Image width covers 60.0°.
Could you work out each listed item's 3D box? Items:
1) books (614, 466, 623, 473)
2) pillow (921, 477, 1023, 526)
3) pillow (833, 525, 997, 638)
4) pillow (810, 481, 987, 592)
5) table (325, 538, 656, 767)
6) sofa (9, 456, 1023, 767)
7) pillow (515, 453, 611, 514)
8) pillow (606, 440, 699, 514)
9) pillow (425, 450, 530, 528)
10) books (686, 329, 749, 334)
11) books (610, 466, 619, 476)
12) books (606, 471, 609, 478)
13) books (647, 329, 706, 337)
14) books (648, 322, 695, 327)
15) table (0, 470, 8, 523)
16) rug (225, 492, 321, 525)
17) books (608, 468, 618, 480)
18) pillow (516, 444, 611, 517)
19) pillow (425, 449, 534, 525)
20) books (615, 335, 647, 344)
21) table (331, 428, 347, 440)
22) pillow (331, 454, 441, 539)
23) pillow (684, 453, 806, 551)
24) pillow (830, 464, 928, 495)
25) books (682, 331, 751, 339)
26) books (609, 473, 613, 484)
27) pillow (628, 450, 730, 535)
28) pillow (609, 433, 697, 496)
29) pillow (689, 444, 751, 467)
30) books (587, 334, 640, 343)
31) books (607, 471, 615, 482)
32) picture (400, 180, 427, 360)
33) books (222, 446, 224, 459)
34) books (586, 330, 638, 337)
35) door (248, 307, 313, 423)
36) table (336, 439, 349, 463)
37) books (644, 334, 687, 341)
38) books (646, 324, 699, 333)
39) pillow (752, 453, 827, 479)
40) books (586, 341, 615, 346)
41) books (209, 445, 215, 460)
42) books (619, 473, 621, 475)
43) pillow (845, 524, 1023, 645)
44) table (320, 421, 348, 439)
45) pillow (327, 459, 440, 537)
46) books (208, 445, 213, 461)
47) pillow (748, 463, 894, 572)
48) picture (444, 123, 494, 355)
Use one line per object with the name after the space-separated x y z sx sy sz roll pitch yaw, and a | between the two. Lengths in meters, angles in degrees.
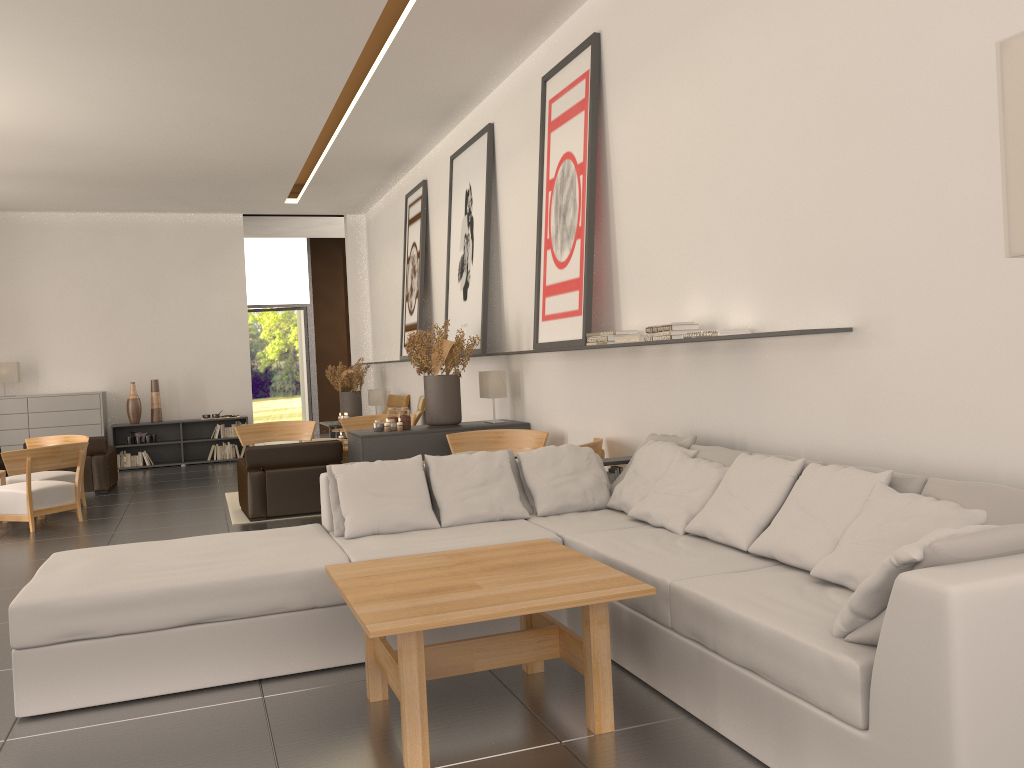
1.072 0.967 8.914 0.028 0.273 0.165 -3 1 -20 | books
2.405 0.844 4.770 0.550 0.581 0.919 -3 1 -20 | pillow
1.926 0.904 4.084 0.797 0.580 0.625 -3 1 -21 | pillow
2.152 0.879 4.932 0.590 0.562 0.803 -3 1 -24 | pillow
-0.201 1.588 5.411 1.601 0.840 1.600 -3 1 -20 | table
-0.265 1.395 5.613 5.527 1.204 5.604 -3 2 -20 | sofa
0.516 0.911 8.302 0.918 0.510 0.615 -3 1 -18 | pillow
1.192 0.823 7.763 0.587 0.596 0.819 -3 1 -19 | pillow
-0.319 0.907 7.840 0.802 0.595 0.595 -3 1 -19 | pillow
1.760 -0.448 7.586 0.338 0.018 0.433 -4 2 -25 | books
1.037 0.968 8.897 0.021 0.274 0.156 -3 1 -20 | books
0.928 0.991 8.870 0.015 0.241 0.180 -3 1 -20 | books
1.516 -0.469 8.226 0.350 0.038 0.525 -3 2 -15 | books
1.475 -0.550 8.218 0.256 0.023 0.434 -3 2 -20 | books
-8.308 1.787 13.711 0.870 0.803 0.870 -3 1 3 | table
-2.687 1.869 14.954 4.001 0.010 3.557 -3 2 -20 | rug
1.015 0.980 8.885 0.028 0.254 0.149 -3 1 -20 | books
0.492 0.865 8.138 0.797 0.580 0.625 -3 1 -19 | pillow
-0.303 0.921 7.991 0.919 0.591 0.557 -3 1 -20 | pillow
1.275 -0.448 8.903 0.301 0.064 0.406 -4 2 -30 | books
-3.363 1.360 18.617 0.798 0.904 0.797 -4 1 -42 | table
-1.084 0.951 7.566 0.802 0.598 0.585 -3 1 -20 | pillow
1.679 0.818 6.386 0.585 0.598 0.801 -3 1 -20 | pillow
2.112 0.836 5.594 0.550 0.581 0.919 -3 1 -20 | pillow
1.749 -0.422 7.589 0.337 0.034 0.517 -4 2 -25 | books
0.956 1.002 8.870 0.034 0.217 0.161 -3 1 -20 | books
1.372 0.859 7.122 0.590 0.562 0.803 -3 1 -24 | pillow
1.246 0.789 8.092 0.643 0.658 0.883 -3 1 -20 | pillow
1.512 0.821 7.278 0.550 0.581 0.919 -3 1 -20 | pillow
1.086 -0.486 9.483 0.391 0.063 0.497 -3 2 -20 | books
0.984 0.997 8.887 0.028 0.222 0.175 -3 1 -20 | books
-2.015 -2.247 18.032 0.385 3.493 1.600 -3 1 -20 | picture
-7.086 1.676 21.730 0.018 0.318 0.227 -3 1 -20 | books
1.067 -0.537 9.481 0.300 0.040 0.526 -4 2 -30 | books
-7.911 -0.374 29.404 2.377 4.268 0.100 -3 0 -5 | door
-2.899 1.419 15.081 0.797 0.904 0.798 -3 1 3 | table
1.488 -0.428 8.216 0.316 0.040 0.504 -3 2 -20 | books
1.478 -0.512 8.203 0.284 0.053 0.485 -3 2 -20 | books
1.813 0.828 6.433 0.550 0.581 0.919 -3 1 -20 | pillow
1.072 -0.438 9.490 0.377 0.032 0.504 -3 2 -20 | books
-7.324 1.666 21.632 0.156 0.371 0.252 -3 1 -20 | books
1.056 0.997 8.901 0.012 0.215 0.153 -3 1 -20 | books
2.049 0.899 4.024 0.919 0.581 0.549 -3 1 -21 | pillow
-3.732 1.328 21.527 1.601 0.840 1.600 -3 1 -20 | table
-1.128 0.970 7.700 0.919 0.577 0.549 -3 1 -20 | pillow
-7.351 1.673 21.623 0.154 0.360 0.249 -3 1 -20 | books
1.953 0.825 5.618 0.585 0.598 0.801 -3 1 -20 | pillow
-0.733 -2.214 14.431 0.385 3.493 2.193 -3 1 -20 | picture
